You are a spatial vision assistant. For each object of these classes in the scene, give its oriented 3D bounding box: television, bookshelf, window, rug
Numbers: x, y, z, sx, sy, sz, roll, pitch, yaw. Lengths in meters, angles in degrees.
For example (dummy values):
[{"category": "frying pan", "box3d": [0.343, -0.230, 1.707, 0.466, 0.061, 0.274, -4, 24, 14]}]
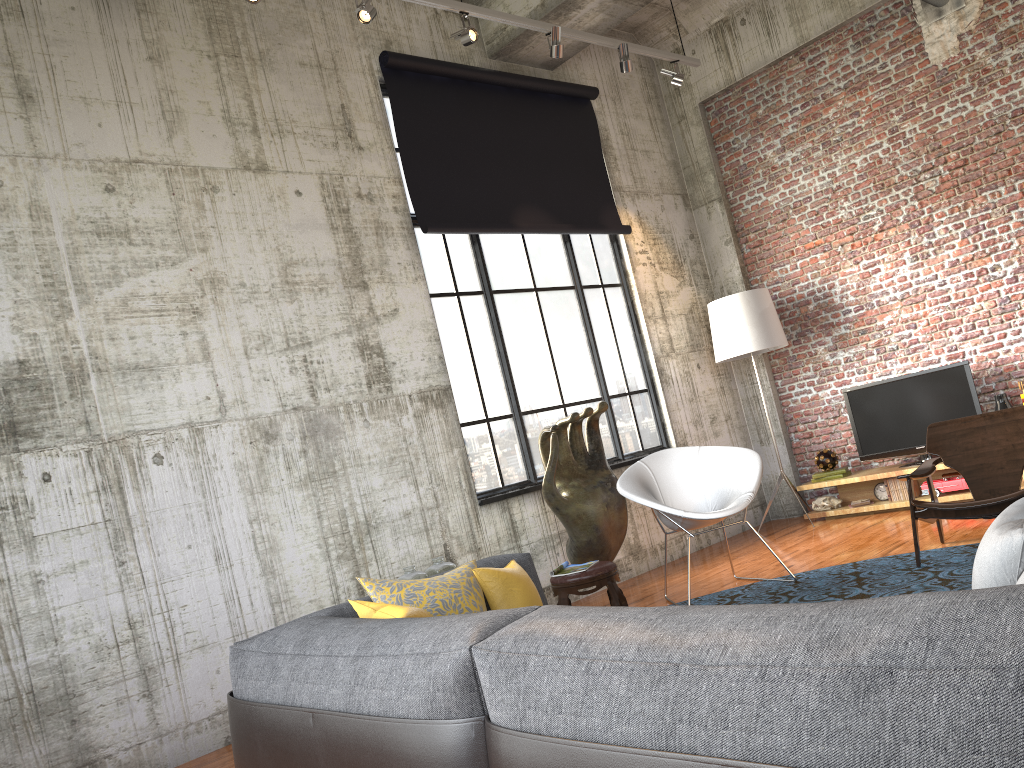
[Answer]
[{"category": "television", "box3d": [3.535, 0.308, 7.789, 1.094, 0.791, 0.285, -16, -4, 34]}, {"category": "bookshelf", "box3d": [4.180, 0.687, 7.146, 0.546, 0.358, 3.863, -9, -6, -43]}, {"category": "window", "box3d": [0.200, -0.855, 7.675, 2.572, 3.429, 0.051, -10, -5, -43]}, {"category": "rug", "box3d": [1.599, 1.176, 3.698, 4.848, 0.009, 4.854, -14, -5, 3]}]

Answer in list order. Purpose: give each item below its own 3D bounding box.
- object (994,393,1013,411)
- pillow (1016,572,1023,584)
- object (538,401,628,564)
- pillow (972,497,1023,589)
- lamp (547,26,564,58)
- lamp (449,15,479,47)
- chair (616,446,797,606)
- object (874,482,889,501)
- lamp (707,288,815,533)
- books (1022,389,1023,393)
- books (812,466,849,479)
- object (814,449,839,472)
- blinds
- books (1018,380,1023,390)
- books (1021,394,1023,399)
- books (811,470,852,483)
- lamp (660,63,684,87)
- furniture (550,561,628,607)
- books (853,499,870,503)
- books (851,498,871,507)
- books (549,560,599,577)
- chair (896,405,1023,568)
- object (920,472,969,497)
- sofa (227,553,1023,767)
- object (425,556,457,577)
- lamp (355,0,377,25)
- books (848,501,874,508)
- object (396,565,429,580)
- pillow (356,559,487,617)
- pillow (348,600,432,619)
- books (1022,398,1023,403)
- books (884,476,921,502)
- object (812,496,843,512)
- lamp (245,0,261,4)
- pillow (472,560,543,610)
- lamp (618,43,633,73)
[{"category": "object", "box3d": [4.080, 0.307, 7.301, 0.267, 0.455, 0.269, -13, -4, -12]}, {"category": "pillow", "box3d": [0.975, 0.409, 1.577, 0.433, 0.318, 0.169, -9, -5, -44]}, {"category": "object", "box3d": [0.523, 0.837, 6.724, 0.726, 1.294, 0.458, -11, -4, -31]}, {"category": "pillow", "box3d": [1.013, 0.397, 1.773, 0.171, 0.314, 0.364, -16, -5, 37]}, {"category": "lamp", "box3d": [0.329, -2.545, 6.667, 0.102, 0.251, 0.166, -12, -4, -18]}, {"category": "lamp", "box3d": [-0.320, -2.435, 6.125, 0.262, 0.211, 0.101, -17, -5, 42]}, {"category": "chair", "box3d": [1.301, 0.927, 6.061, 1.057, 1.028, 0.808, -13, -4, -4]}, {"category": "object", "box3d": [3.362, 0.974, 8.019, 0.067, 0.172, 0.169, -10, -5, -42]}, {"category": "lamp", "box3d": [2.424, 0.252, 8.434, 0.692, 2.239, 0.710, -12, -4, -21]}, {"category": "books", "box3d": [4.231, 0.027, 7.076, 0.167, 0.037, 0.232, -9, -7, -43]}, {"category": "books", "box3d": [3.005, 0.836, 8.360, 0.303, 0.037, 0.243, -16, -6, 26]}, {"category": "object", "box3d": [2.975, 0.721, 8.383, 0.216, 0.207, 0.216, -16, -5, 36]}, {"category": "blinds", "box3d": [0.050, -1.983, 7.607, 2.436, 1.461, 0.151, -9, -5, -43]}, {"category": "books", "box3d": [4.222, -0.023, 7.086, 0.197, 0.065, 0.261, -9, -7, -43]}, {"category": "books", "box3d": [4.226, 0.064, 7.072, 0.182, 0.034, 0.255, -9, -7, -43]}, {"category": "books", "box3d": [3.013, 0.872, 8.358, 0.303, 0.036, 0.242, -18, -6, 39]}, {"category": "lamp", "box3d": [1.429, -2.703, 7.778, 0.226, 0.215, 0.103, -13, -4, -2]}, {"category": "furniture", "box3d": [0.482, 1.350, 5.410, 0.432, 0.476, 0.432, -14, -4, 2]}, {"category": "books", "box3d": [3.184, 1.063, 8.081, 0.113, 0.016, 0.115, -12, -5, -19]}, {"category": "books", "box3d": [3.183, 1.082, 8.090, 0.167, 0.021, 0.210, -15, -5, 22]}, {"category": "books", "box3d": [0.382, 1.116, 5.422, 0.229, 0.043, 0.300, -15, -5, 21]}, {"category": "chair", "box3d": [2.925, 0.606, 5.438, 0.879, 0.792, 1.041, -17, -5, 37]}, {"category": "object", "box3d": [3.763, 0.821, 7.432, 0.603, 0.173, 0.243, -17, -6, 38]}, {"category": "sofa", "box3d": [0.431, 0.900, 2.344, 1.358, 0.859, 3.018, -10, -6, -41]}, {"category": "object", "box3d": [-0.439, 1.297, 5.713, 0.162, 0.360, 0.164, -10, -5, -40]}, {"category": "lamp", "box3d": [-0.914, -2.347, 5.536, 0.102, 0.240, 0.182, -17, -5, 42]}, {"category": "books", "box3d": [3.187, 1.102, 8.098, 0.211, 0.020, 0.162, -15, -5, 14]}, {"category": "object", "box3d": [-0.605, 1.323, 5.555, 0.162, 0.360, 0.164, -10, -5, -45]}, {"category": "pillow", "box3d": [-0.247, 0.838, 3.141, 0.535, 0.445, 0.261, -10, -5, -36]}, {"category": "pillow", "box3d": [-0.332, 0.855, 2.896, 0.228, 0.370, 0.407, -11, -5, -34]}, {"category": "books", "box3d": [4.237, 0.097, 7.073, 0.182, 0.034, 0.255, -9, -7, -43]}, {"category": "books", "box3d": [3.447, 0.915, 7.838, 0.173, 0.218, 0.233, -10, -6, -43]}, {"category": "object", "box3d": [2.964, 1.115, 8.323, 0.182, 0.133, 0.275, -10, -6, -34]}, {"category": "lamp", "box3d": [-1.491, -2.251, 5.032, 0.101, 0.228, 0.200, -11, -5, -33]}, {"category": "pillow", "box3d": [0.014, 0.813, 3.341, 0.169, 0.318, 0.434, -15, -5, 21]}, {"category": "lamp", "box3d": [0.922, -2.637, 7.232, 0.102, 0.251, 0.165, -14, -4, 2]}]
